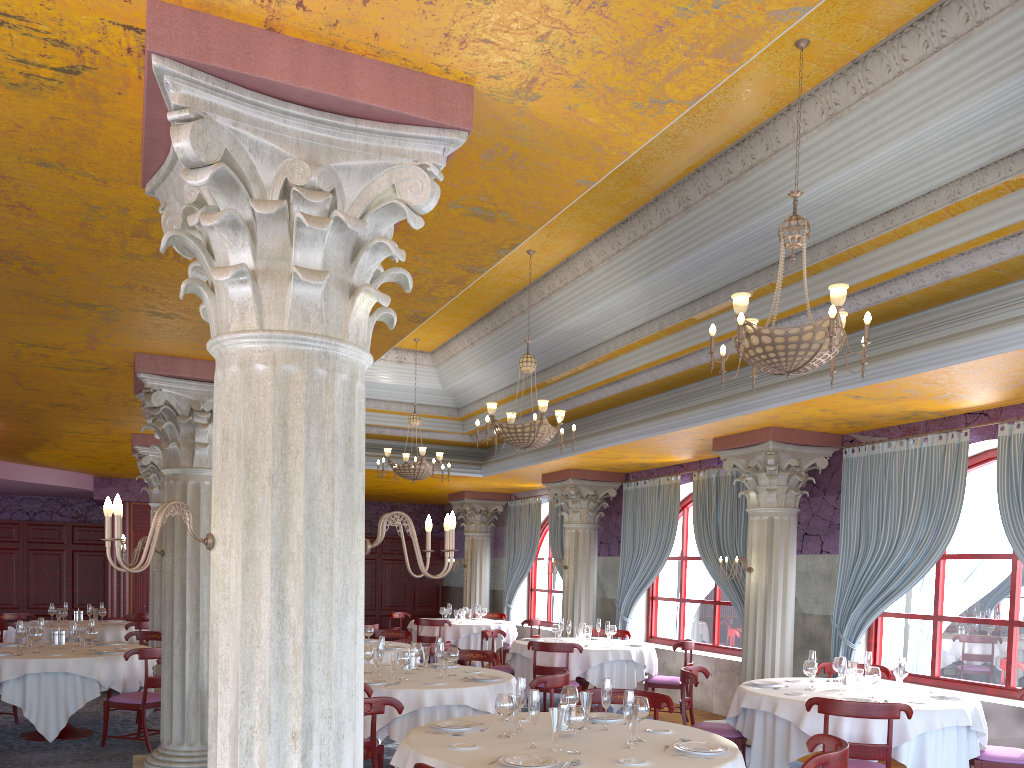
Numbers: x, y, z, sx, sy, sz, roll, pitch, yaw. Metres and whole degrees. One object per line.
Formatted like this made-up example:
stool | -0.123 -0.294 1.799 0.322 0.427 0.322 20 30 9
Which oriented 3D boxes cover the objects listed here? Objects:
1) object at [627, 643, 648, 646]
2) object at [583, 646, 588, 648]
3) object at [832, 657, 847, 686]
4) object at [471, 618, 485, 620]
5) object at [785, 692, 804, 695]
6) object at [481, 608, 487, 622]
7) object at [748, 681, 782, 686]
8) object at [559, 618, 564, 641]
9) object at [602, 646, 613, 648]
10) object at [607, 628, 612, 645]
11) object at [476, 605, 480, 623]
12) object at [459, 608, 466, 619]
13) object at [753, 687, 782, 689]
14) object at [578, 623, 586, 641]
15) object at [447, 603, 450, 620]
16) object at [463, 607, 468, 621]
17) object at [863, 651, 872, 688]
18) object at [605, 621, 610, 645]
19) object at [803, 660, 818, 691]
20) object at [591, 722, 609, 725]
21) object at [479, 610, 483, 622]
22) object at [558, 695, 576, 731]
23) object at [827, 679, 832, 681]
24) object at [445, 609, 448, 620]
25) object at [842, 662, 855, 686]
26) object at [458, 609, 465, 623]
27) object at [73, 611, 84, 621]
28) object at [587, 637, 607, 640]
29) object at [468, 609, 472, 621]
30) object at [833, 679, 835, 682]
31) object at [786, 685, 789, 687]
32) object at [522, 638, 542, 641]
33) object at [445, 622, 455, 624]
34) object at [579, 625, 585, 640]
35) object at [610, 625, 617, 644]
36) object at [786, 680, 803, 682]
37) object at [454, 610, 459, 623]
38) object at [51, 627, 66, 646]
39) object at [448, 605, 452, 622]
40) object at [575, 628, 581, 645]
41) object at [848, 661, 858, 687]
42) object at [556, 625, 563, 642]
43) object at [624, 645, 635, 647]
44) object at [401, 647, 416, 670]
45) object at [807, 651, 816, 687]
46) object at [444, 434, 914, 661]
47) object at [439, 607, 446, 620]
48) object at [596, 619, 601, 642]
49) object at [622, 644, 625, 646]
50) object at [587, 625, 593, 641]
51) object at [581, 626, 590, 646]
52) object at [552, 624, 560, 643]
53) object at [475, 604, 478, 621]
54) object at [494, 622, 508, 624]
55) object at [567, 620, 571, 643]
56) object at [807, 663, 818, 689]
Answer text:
object | 1.734 3.617 11.863 0.315 0.024 0.318 7 -13 -23
object | 0.956 3.493 11.373 0.054 0.019 0.262 -3 -13 25
object | 3.060 2.688 8.007 0.122 0.265 0.122 1 0 -33
object | -0.672 4.725 17.207 0.315 0.024 0.318 7 -13 -23
object | 2.415 2.647 7.314 0.158 0.009 0.162 2 -12 -4
object | -0.539 4.450 16.474 0.122 0.265 0.122 1 0 -10
object | 2.328 2.761 7.882 0.315 0.024 0.318 7 -13 -23
object | 0.717 3.546 12.359 0.073 0.337 0.074 3 3 35
object | 1.294 3.542 11.537 0.158 0.009 0.162 -2 -13 16
object | 1.361 3.535 12.013 0.086 0.238 0.085 0 1 -44
object | -0.634 4.362 16.247 0.074 0.337 0.073 2 2 12
object | -0.962 4.445 16.565 0.145 0.212 0.071 3 0 -44
object | 2.287 2.717 7.674 0.257 0.020 0.055 -4 -12 25
object | 1.031 3.625 12.524 0.122 0.265 0.122 1 0 -33
object | -1.241 4.450 16.718 0.074 0.337 0.073 2 2 12
object | -0.927 4.530 16.883 0.122 0.265 0.122 1 0 -33
object | 3.286 2.637 7.910 0.074 0.337 0.073 2 2 12
object | 1.324 3.458 11.888 0.074 0.337 0.073 2 2 12
object | 2.650 2.593 7.618 0.122 0.265 0.122 1 0 -10
object | 0.585 2.236 5.640 0.139 0.011 0.030 -4 -12 23
object | -0.597 4.439 16.372 0.086 0.238 0.085 0 1 -44
object | 0.334 1.994 5.195 0.145 0.212 0.071 3 0 -44
object | 3.107 2.890 8.373 0.054 0.019 0.262 -3 -13 25
object | -1.280 4.472 16.597 0.086 0.238 0.085 0 1 -44
object | 3.025 2.604 7.689 0.145 0.212 0.071 3 0 -44
object | -0.949 4.355 16.085 0.122 0.265 0.122 1 0 35
object | -9.561 3.130 13.747 5.660 1.204 0.351 1 2 4
object | 1.286 3.821 12.849 0.315 0.024 0.318 7 -13 -23
object | -0.825 4.533 16.826 0.086 0.238 0.085 1 1 1
object | 3.144 2.897 8.362 0.022 0.003 0.258 -3 -13 19
object | 2.526 2.765 7.843 0.029 0.011 0.141 -3 -13 23
object | 0.299 3.699 12.399 0.314 0.024 0.318 -7 -15 35
object | -1.210 4.399 15.773 0.315 0.024 0.318 7 -13 -23
object | 0.996 3.541 12.207 0.145 0.212 0.071 3 0 -44
object | 1.419 3.545 12.115 0.122 0.265 0.122 1 0 35
object | 2.711 2.853 8.222 0.158 0.009 0.162 2 -12 -4
object | -1.052 4.378 16.143 0.086 0.238 0.085 0 1 -44
object | -5.078 2.823 9.596 0.145 0.212 0.071 3 0 -44
object | -1.174 4.334 16.179 0.074 0.337 0.073 2 2 12
object | 0.906 3.474 11.784 0.086 0.238 0.085 1 1 1
object | 3.162 2.691 7.950 0.086 0.238 0.085 1 1 1
object | 0.678 3.568 12.239 0.086 0.238 0.085 1 1 -22
object | 1.649 3.585 11.700 0.232 0.013 0.028 -3 -11 21
object | -0.980 2.600 8.120 0.145 0.212 0.071 3 0 -44
object | 2.746 2.609 7.842 0.074 0.337 0.073 2 2 12
object | 3.590 2.451 10.201 2.098 3.583 29.543 2 -11 -24
object | -1.337 4.435 16.495 0.122 0.265 0.122 1 0 -10
object | 1.257 3.574 12.427 0.074 0.337 0.073 0 3 -33
object | 1.536 3.627 11.903 0.029 0.011 0.141 -3 -13 23
object | 1.133 3.629 12.468 0.086 0.238 0.085 1 1 1
object | 1.009 3.451 11.727 0.122 0.265 0.122 1 0 35
object | 0.621 3.530 12.136 0.122 0.265 0.122 1 0 -10
object | -0.701 4.478 16.786 0.074 0.337 0.073 2 2 12
object | -0.223 4.521 16.222 0.315 0.024 0.318 7 -13 -23
object | 0.784 3.430 11.820 0.074 0.337 0.073 1 2 -10
object | 2.707 2.630 7.721 0.086 0.238 0.085 0 1 -44
